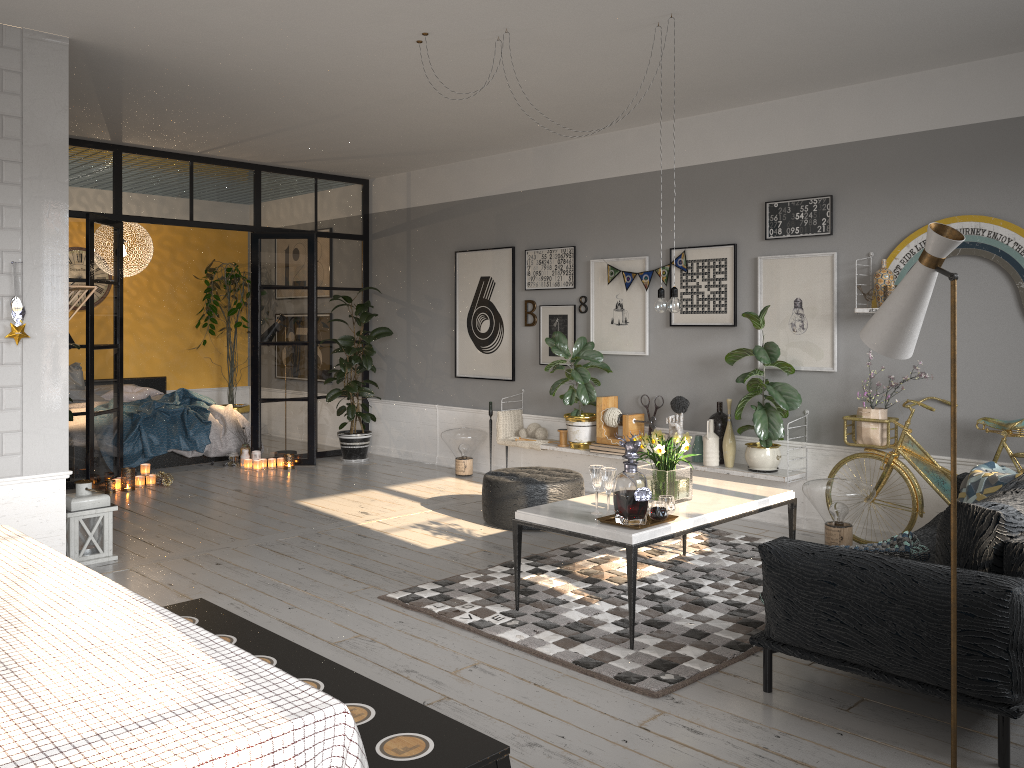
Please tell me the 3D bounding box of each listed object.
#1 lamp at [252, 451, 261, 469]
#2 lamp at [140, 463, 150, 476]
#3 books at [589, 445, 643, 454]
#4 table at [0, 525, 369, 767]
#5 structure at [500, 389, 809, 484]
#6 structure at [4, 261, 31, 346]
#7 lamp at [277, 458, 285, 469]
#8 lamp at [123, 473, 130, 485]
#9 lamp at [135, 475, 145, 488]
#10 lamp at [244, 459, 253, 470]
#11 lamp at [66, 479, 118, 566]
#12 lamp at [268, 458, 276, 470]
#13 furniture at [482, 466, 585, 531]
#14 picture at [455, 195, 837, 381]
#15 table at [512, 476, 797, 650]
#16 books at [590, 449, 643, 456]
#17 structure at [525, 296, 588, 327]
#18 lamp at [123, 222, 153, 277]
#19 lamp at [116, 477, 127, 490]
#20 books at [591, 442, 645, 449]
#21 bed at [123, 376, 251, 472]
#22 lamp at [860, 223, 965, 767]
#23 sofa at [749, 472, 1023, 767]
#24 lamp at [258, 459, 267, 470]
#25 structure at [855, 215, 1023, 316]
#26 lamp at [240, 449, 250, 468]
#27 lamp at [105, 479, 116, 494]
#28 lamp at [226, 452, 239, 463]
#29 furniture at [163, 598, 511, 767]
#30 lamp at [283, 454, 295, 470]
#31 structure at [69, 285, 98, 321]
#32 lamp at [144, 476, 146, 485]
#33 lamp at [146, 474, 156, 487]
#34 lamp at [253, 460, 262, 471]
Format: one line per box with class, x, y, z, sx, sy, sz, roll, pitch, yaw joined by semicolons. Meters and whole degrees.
lamp;-2.500;0.741;8.653;0.092;0.166;0.089;0;1;11
lamp;-3.172;0.743;7.654;0.080;0.098;0.081;0;2;-4
books;0.841;0.508;7.043;0.260;0.029;0.384;-4;5;-44
table;-1.219;0.895;1.835;2.027;0.783;0.932;3;4;45
structure;0.962;0.361;6.970;0.308;0.486;2.778;-1;3;-45
structure;-2.624;-0.427;4.686;0.078;0.447;0.134;0;0;33
lamp;-2.255;0.774;8.645;0.080;0.098;0.081;0;2;-4
lamp;-3.394;0.830;7.766;0.081;0.106;0.081;1;2;45
lamp;-3.207;0.844;7.626;0.080;0.098;0.081;0;2;-4
lamp;-2.555;0.779;8.568;0.080;0.098;0.081;0;2;10
lamp;-2.559;0.812;5.289;0.287;0.477;0.287;1;1;44
lamp;-2.332;0.777;8.599;0.080;0.098;0.081;0;2;-4
furniture;0.152;0.804;6.327;0.736;0.356;0.736;2;4;32
picture;-1.816;-0.696;7.107;4.043;1.793;7.300;-3;5;-45
table;0.774;0.850;4.550;1.457;0.510;0.733;-3;4;-45
books;0.853;0.533;7.038;0.368;0.021;0.297;3;5;39
structure;0.382;-0.635;7.762;0.024;0.263;0.740;0;2;-45
lamp;-4.122;-1.675;9.351;0.616;1.095;0.617;0;1;-4
lamp;-3.335;0.848;7.557;0.080;0.098;0.081;0;2;-4
books;0.846;0.485;7.053;0.379;0.017;0.229;4;5;42
bed;-4.005;0.385;9.381;1.899;0.769;2.325;-3;5;-44
lamp;1.277;0.409;2.231;1.247;1.701;0.680;1;1;43
sofa;2.024;0.761;3.878;0.971;0.797;2.343;2;4;45
lamp;-2.418;0.778;8.582;0.080;0.098;0.081;0;2;-4
structure;2.959;-0.530;4.980;0.267;0.955;2.024;0;2;-45
lamp;-2.616;0.733;8.679;0.092;0.179;0.092;0;1;-24
lamp;-3.347;0.857;7.374;0.084;0.110;0.084;1;2;21
lamp;-2.783;0.748;8.844;0.096;0.131;0.108;0;2;15
furniture;-0.681;1.020;2.412;0.466;0.455;1.671;-2;4;-45
lamp;-2.167;0.756;8.597;0.107;0.141;0.108;0;1;9
structure;-2.606;-0.730;5.168;0.185;0.775;0.495;0;1;-45
lamp;-3.236;0.846;7.741;0.069;0.080;0.069;-1;2;-37
lamp;-3.138;0.840;7.686;0.080;0.098;0.081;0;2;-4
lamp;-2.443;0.784;8.496;0.080;0.098;0.081;0;2;-4
